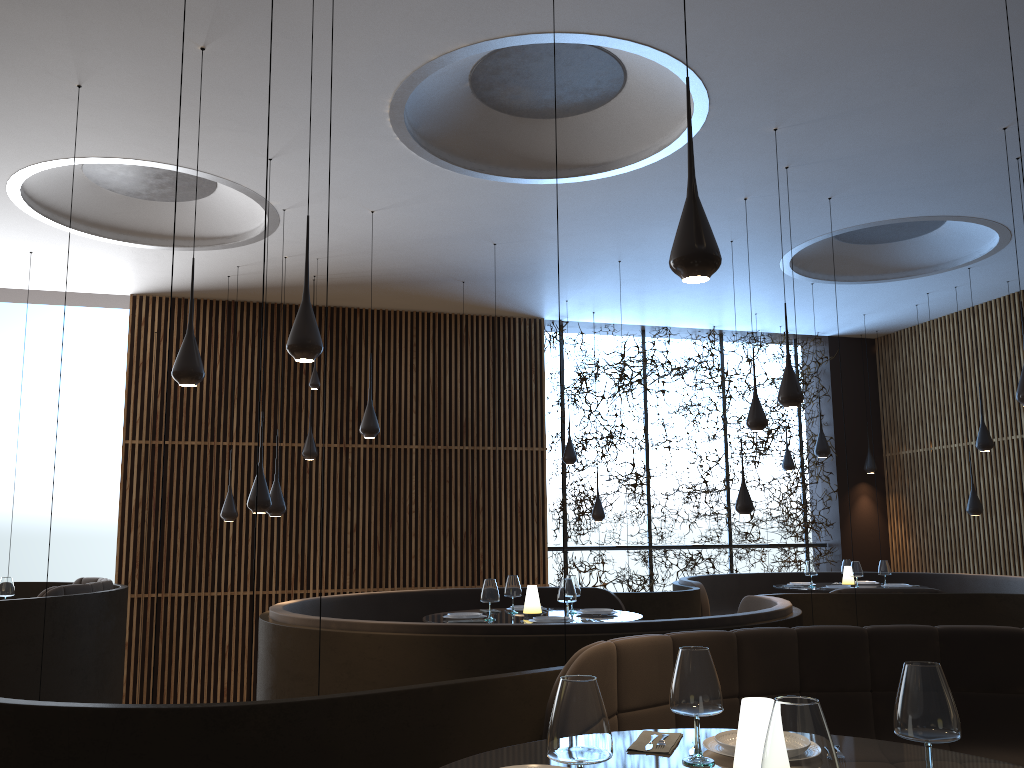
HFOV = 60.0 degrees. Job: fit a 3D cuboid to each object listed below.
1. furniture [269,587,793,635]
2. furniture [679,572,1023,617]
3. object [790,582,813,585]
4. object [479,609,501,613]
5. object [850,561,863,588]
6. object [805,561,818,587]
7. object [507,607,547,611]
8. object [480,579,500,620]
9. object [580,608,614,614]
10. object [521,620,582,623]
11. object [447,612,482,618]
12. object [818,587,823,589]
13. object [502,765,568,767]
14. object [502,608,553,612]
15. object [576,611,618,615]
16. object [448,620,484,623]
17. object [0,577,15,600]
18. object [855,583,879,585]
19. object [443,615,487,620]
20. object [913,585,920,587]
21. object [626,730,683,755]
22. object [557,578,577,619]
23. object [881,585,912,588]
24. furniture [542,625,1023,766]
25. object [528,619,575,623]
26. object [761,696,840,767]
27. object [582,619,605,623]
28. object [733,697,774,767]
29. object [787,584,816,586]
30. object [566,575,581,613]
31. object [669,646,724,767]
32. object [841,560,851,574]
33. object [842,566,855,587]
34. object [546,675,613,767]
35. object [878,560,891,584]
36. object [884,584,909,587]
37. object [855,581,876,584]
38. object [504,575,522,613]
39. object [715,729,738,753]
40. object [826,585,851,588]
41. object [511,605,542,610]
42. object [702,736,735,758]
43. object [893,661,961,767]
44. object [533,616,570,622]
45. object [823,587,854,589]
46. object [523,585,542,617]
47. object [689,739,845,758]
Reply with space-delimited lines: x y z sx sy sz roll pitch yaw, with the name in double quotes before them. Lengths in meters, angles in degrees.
"furniture" 0.104 2.217 6.724 3.796 1.114 3.890 8 -13 -40
"furniture" 3.891 2.713 9.946 3.796 1.043 3.893 7 -12 -38
"object" 3.434 2.372 10.518 0.263 0.029 0.264 -4 -10 20
"object" -0.178 1.859 7.253 0.126 0.017 0.263 2 -10 -14
"object" 3.837 2.128 9.874 0.142 0.294 0.142 3 -9 -23
"object" 3.479 2.207 10.311 0.142 0.294 0.142 3 -9 -21
"object" 0.119 1.858 7.309 0.332 0.014 0.333 1 -10 -7
"object" -0.162 1.589 6.536 0.142 0.294 0.142 -7 -11 35
"object" 0.661 1.772 6.901 0.263 0.029 0.264 3 -10 -20
"object" 0.274 1.675 6.256 0.411 0.012 0.205 2 -10 -14
"object" -0.354 1.738 6.646 0.263 0.029 0.264 0 -10 -2
"object" 3.607 2.258 9.804 0.411 0.012 0.205 -6 -11 30
"object" 0.052 0.941 2.080 0.263 0.029 0.264 1 -10 -11
"object" 0.123 1.860 7.311 0.411 0.012 0.205 3 -10 -18
"object" 0.661 1.782 6.899 0.332 0.014 0.333 -1 -10 2
"object" -0.328 1.703 6.346 0.262 0.017 0.127 1 -10 -8
"object" -4.501 1.866 7.880 0.142 0.294 0.142 -8 -12 41
"object" 4.242 2.399 10.664 0.332 0.014 0.333 3 -10 -17
"object" -0.354 1.748 6.645 0.332 0.014 0.332 8 -13 -40
"object" 4.545 2.325 10.211 0.262 0.017 0.127 -9 -13 39
"object" 0.418 1.040 2.572 0.126 0.017 0.263 -4 -10 18
"object" 0.403 1.572 6.473 0.142 0.294 0.142 8 -12 -44
"object" 4.337 2.282 9.994 0.332 0.014 0.333 5 -11 -30
"furniture" 1.363 1.562 3.581 2.531 1.056 0.935 1 -9 -10
"object" 0.279 1.674 6.258 0.332 0.014 0.333 1 -10 -6
"object" 0.524 0.725 1.607 0.142 0.294 0.142 -1 -9 2
"object" 0.579 1.684 6.291 0.126 0.017 0.263 1 -10 -10
"object" 0.548 0.816 1.955 0.142 0.231 0.145 7 -12 -41
"object" 3.434 2.382 10.517 0.332 0.014 0.333 3 -10 -18
"object" 0.476 1.673 7.061 0.142 0.294 0.142 -1 -9 5
"object" 0.492 0.858 2.369 0.142 0.294 0.142 2 -9 -16
"object" 4.018 2.255 10.615 0.142 0.294 0.142 2 -9 -15
"object" 3.897 2.228 10.279 0.145 0.231 0.143 6 -11 -35
"object" 0.144 0.778 1.887 0.142 0.294 0.142 -6 -10 34
"object" 4.305 2.187 10.243 0.142 0.294 0.142 -5 -10 27
"object" 4.337 2.272 9.996 0.263 0.029 0.264 4 -11 -27
"object" 4.242 2.390 10.665 0.263 0.029 0.264 4 -11 -24
"object" 0.007 1.689 7.126 0.142 0.294 0.142 -8 -11 40
"object" 0.698 1.001 2.462 0.263 0.029 0.264 -5 -11 22
"object" 3.611 2.246 9.803 0.263 0.029 0.264 1 -10 -10
"object" 0.119 1.849 7.311 0.263 0.029 0.264 -9 -13 40
"object" 0.698 1.010 2.461 0.332 0.014 0.333 -4 -10 18
"object" 0.958 0.797 2.047 0.142 0.294 0.142 -6 -10 30
"object" 0.279 1.665 6.260 0.263 0.029 0.264 -1 -10 0
"object" 3.611 2.256 9.802 0.332 0.014 0.333 5 -11 -29
"object" 0.156 1.662 6.802 0.144 0.231 0.143 -1 -9 0
"object" 0.702 1.011 2.460 0.411 0.012 0.205 -3 -10 14
